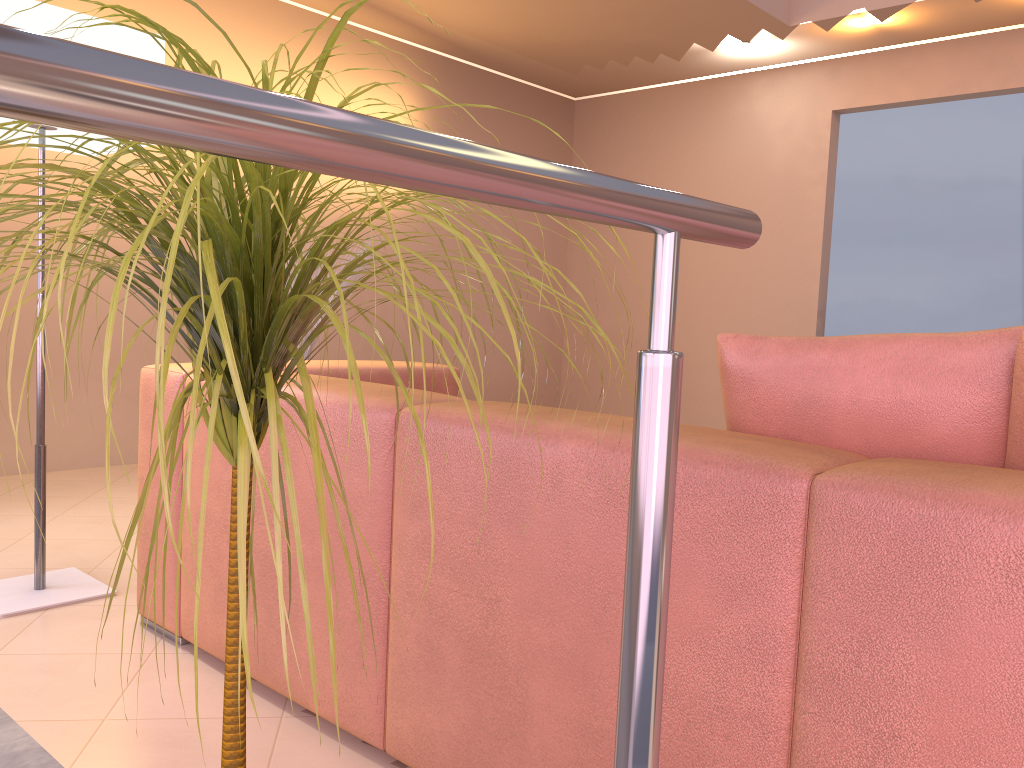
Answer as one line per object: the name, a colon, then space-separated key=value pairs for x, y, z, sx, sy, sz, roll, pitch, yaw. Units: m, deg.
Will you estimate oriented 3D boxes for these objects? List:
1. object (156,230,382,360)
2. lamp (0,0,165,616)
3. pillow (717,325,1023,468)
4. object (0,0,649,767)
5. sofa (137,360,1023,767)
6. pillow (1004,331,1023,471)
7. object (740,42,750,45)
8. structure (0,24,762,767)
object: x=-0.789 y=-0.209 z=2.922 sx=0.700 sy=0.634 sz=0.703 roll=3 pitch=4 yaw=-1
lamp: x=-1.267 y=-0.216 z=2.386 sx=0.454 sy=1.578 sz=0.454 roll=7 pitch=6 yaw=42
pillow: x=0.533 y=0.139 z=1.294 sx=0.470 sy=0.468 sz=0.211 roll=6 pitch=6 yaw=37
object: x=-0.245 y=0.207 z=0.797 sx=0.703 sy=1.088 sz=0.729 roll=3 pitch=5 yaw=11
sofa: x=0.363 y=0.377 z=1.663 sx=2.781 sy=0.672 sz=0.943 roll=7 pitch=6 yaw=42
pillow: x=0.820 y=0.171 z=1.028 sx=0.492 sy=0.446 sz=0.255 roll=5 pitch=5 yaw=26
object: x=1.364 y=-1.995 z=5.195 sx=0.058 sy=0.004 sz=0.058 roll=4 pitch=5 yaw=14
structure: x=-1.907 y=-0.001 z=1.362 sx=4.176 sy=0.541 sz=1.663 roll=7 pitch=6 yaw=42
